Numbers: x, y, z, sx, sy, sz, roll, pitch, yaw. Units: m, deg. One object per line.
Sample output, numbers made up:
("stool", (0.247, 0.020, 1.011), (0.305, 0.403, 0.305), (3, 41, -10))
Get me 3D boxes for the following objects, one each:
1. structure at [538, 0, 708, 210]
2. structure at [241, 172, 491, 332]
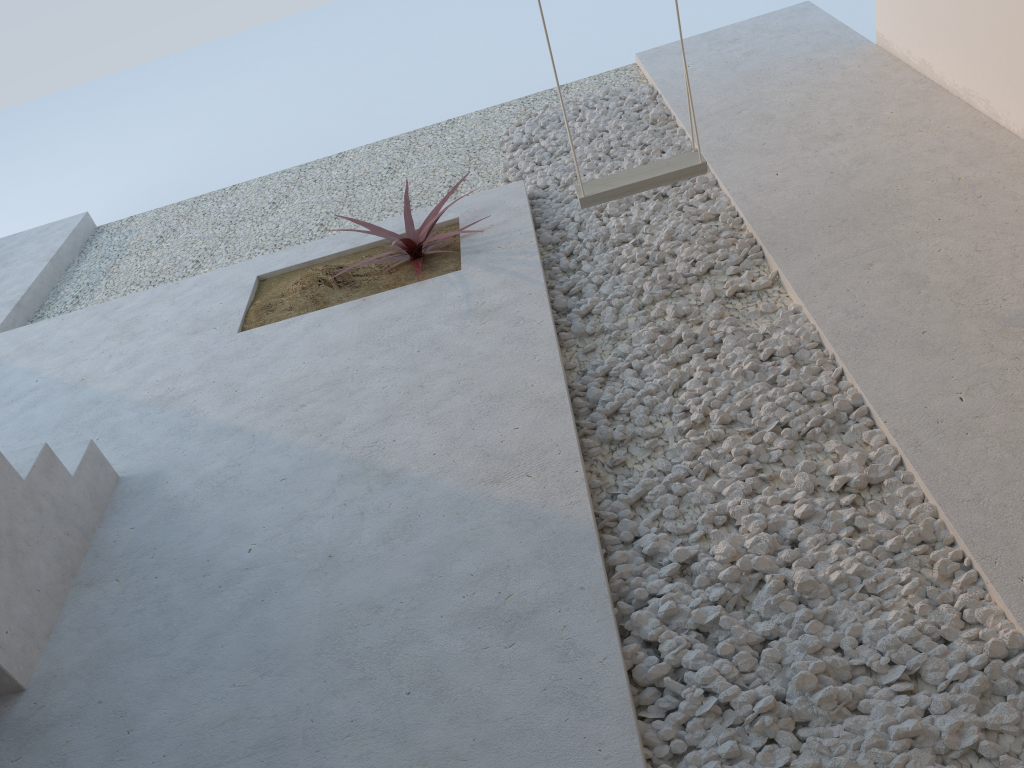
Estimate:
("structure", (0.228, -1.449, 2.628), (0.463, 1.948, 0.123), (-14, 36, 6))
("structure", (-0.672, -0.578, 3.951), (1.206, 0.305, 0.713), (-15, 35, 6))
